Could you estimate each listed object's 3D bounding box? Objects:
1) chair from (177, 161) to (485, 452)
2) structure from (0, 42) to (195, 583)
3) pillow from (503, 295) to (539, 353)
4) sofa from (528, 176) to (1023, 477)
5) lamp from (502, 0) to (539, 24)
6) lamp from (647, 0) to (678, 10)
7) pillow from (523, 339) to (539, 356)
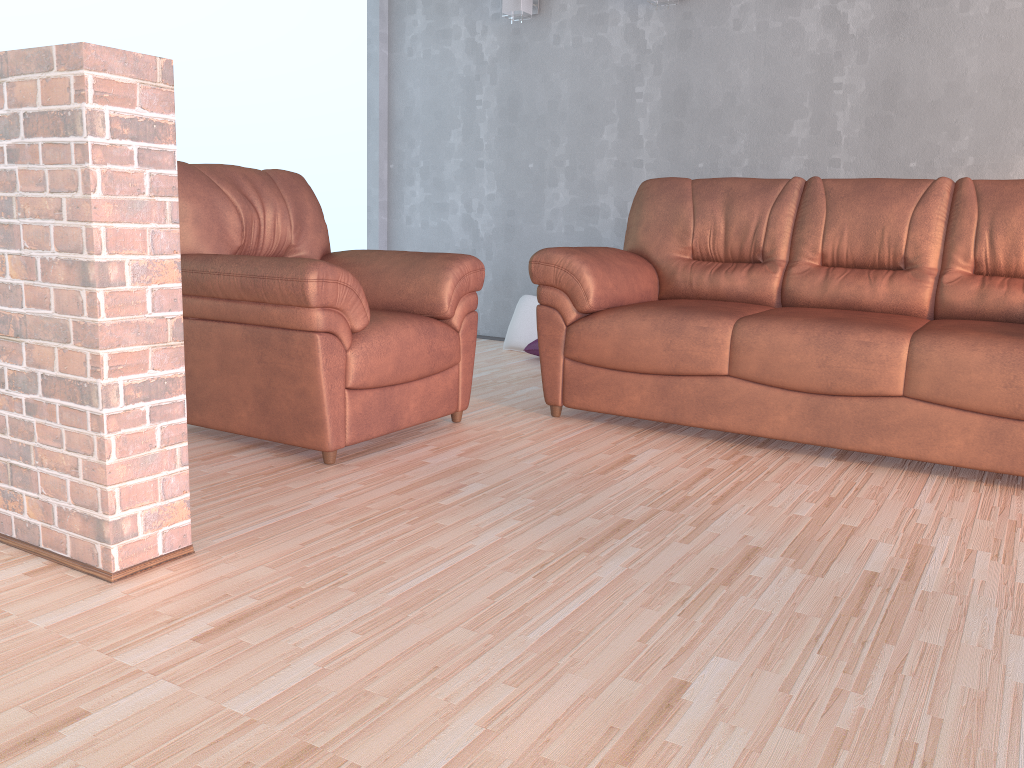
[{"bbox_3d":[-0.722,-0.327,3.140,0.936,0.879,0.970,8,12,29],"label":"chair"},{"bbox_3d":[-1.360,-0.210,2.167,1.422,1.057,0.211,8,12,30],"label":"structure"},{"bbox_3d":[0.132,-0.343,5.150,0.327,0.326,0.241,9,13,34],"label":"pillow"},{"bbox_3d":[1.231,-0.313,3.266,2.202,0.923,0.981,8,12,30],"label":"sofa"},{"bbox_3d":[0.043,-2.223,5.066,0.165,0.319,0.168,8,12,30],"label":"lamp"},{"bbox_3d":[0.803,-2.117,4.627,0.165,0.319,0.177,8,12,30],"label":"lamp"},{"bbox_3d":[0.306,-0.205,4.887,0.365,0.130,0.392,-7,14,-38],"label":"pillow"}]
